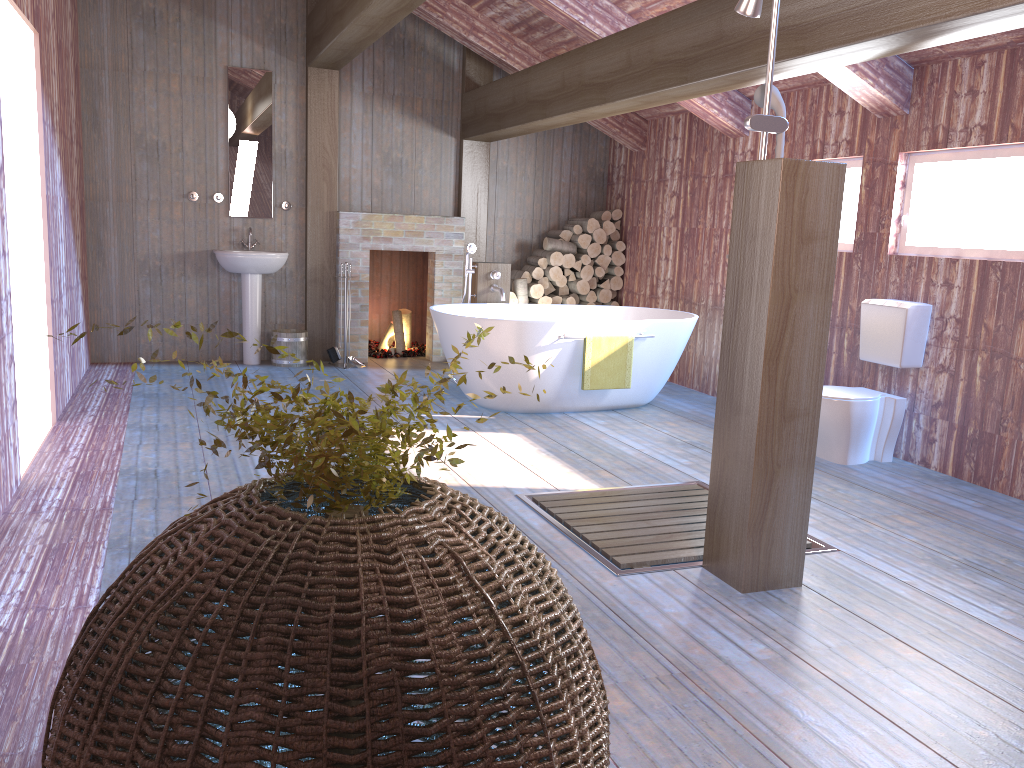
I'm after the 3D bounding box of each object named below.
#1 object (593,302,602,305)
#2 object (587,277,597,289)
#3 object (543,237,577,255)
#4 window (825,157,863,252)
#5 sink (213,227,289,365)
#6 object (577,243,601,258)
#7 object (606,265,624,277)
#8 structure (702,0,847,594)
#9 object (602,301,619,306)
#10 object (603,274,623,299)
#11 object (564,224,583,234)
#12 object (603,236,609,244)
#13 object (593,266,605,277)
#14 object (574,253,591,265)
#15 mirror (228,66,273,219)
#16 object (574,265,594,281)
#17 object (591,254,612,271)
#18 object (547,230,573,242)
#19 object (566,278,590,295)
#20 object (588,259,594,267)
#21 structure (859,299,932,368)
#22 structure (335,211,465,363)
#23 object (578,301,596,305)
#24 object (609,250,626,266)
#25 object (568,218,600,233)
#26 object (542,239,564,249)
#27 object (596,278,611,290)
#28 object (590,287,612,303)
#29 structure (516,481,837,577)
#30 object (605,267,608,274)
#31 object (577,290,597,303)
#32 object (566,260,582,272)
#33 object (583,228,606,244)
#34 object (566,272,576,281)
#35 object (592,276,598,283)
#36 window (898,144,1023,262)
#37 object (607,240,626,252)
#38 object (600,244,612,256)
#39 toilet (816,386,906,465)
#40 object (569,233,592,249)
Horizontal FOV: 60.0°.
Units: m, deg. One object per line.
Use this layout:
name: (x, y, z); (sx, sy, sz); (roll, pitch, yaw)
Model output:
object: (0.739, -0.757, 8.553); (0.118, 0.106, 0.319); (-2, 11, -23)
object: (0.683, -0.965, 8.367); (0.111, 0.118, 0.302); (-1, 11, -22)
object: (0.438, -1.259, 8.117); (0.302, 0.157, 0.121); (-1, 11, -20)
window: (1.984, -1.212, 6.036); (0.054, 0.587, 1.255); (-1, 11, -20)
sink: (-2.153, -0.718, 7.351); (0.582, 1.143, 0.475); (-1, 11, -22)
object: (0.676, -1.257, 8.324); (0.143, 0.151, 0.440); (-1, 11, -21)
object: (0.918, -1.090, 8.450); (0.102, 0.109, 0.438); (-1, 11, -21)
structure: (0.923, -0.385, 3.159); (0.328, 2.209, 0.522); (2, 10, -1)
object: (0.874, -0.747, 8.522); (0.139, 0.137, 0.455); (-2, 11, -23)
object: (0.897, -0.928, 8.484); (0.137, 0.256, 0.439); (-1, 11, -21)
object: (0.566, -1.437, 8.234); (0.094, 0.097, 0.227); (-1, 11, -20)
object: (0.794, -1.373, 8.458); (0.132, 0.119, 0.319); (-1, 10, -20)
object: (0.736, -1.076, 8.379); (0.102, 0.109, 0.438); (-1, 11, -21)
object: (0.600, -1.178, 8.305); (0.102, 0.109, 0.438); (-1, 11, -21)
mirror: (-2.161, -1.981, 7.333); (0.350, 1.199, 0.009); (-1, 11, -21)
object: (0.614, -1.052, 8.338); (0.136, 0.157, 0.439); (-1, 11, -20)
object: (0.761, -1.162, 8.407); (0.172, 0.151, 0.482); (-1, 10, -20)
object: (0.444, -1.384, 8.313); (0.140, 0.121, 0.319); (-1, 10, -20)
object: (0.569, -0.929, 8.343); (0.141, 0.143, 0.437); (-2, 11, -23)
object: (0.674, -1.129, 8.323); (0.095, 0.090, 0.278); (-1, 10, -20)
structure: (2.172, -0.294, 5.063); (0.182, 0.363, 0.358); (-1, 11, -20)
structure: (-1.008, -0.846, 7.929); (1.130, 1.330, 0.226); (-1, 11, -21)
object: (0.680, -0.731, 8.394); (0.116, 0.117, 0.289); (-2, 11, -23)
object: (0.913, -1.207, 8.430); (0.147, 0.152, 0.439); (-1, 11, -21)
object: (0.668, -1.484, 8.297); (0.135, 0.139, 0.456); (-1, 11, -20)
object: (0.391, -1.299, 8.307); (0.113, 0.130, 0.291); (-1, 11, -20)
object: (0.796, -0.969, 8.426); (0.115, 0.112, 0.423); (-1, 11, -21)
object: (0.787, -0.855, 8.452); (0.137, 0.133, 0.437); (-2, 11, -23)
structure: (0.660, 0.617, 3.840); (1.000, 0.067, 1.000); (-1, 11, -22)
object: (0.844, -1.096, 8.469); (0.088, 0.092, 0.280); (-1, 11, -20)
object: (0.681, -0.838, 8.379); (0.114, 0.113, 0.301); (-2, 11, -23)
object: (0.514, -1.106, 8.284); (0.109, 0.124, 0.424); (-1, 11, -22)
object: (0.719, -1.392, 8.315); (0.141, 0.143, 0.437); (-2, 11, -23)
object: (0.512, -1.019, 8.308); (0.085, 0.096, 0.280); (-1, 11, -20)
object: (0.748, -0.992, 8.388); (0.065, 0.069, 0.177); (-1, 11, -22)
window: (2.520, -0.939, 4.611); (0.054, 0.587, 1.255); (-1, 11, -20)
object: (0.932, -1.318, 8.412); (0.102, 0.109, 0.438); (-1, 11, -21)
object: (0.807, -1.272, 8.370); (0.089, 0.106, 0.437); (-1, 11, -20)
toilet: (1.889, 0.237, 5.060); (0.534, 0.400, 0.375); (-1, 11, -20)
object: (0.582, -1.346, 8.289); (0.139, 0.148, 0.458); (-1, 11, -21)
